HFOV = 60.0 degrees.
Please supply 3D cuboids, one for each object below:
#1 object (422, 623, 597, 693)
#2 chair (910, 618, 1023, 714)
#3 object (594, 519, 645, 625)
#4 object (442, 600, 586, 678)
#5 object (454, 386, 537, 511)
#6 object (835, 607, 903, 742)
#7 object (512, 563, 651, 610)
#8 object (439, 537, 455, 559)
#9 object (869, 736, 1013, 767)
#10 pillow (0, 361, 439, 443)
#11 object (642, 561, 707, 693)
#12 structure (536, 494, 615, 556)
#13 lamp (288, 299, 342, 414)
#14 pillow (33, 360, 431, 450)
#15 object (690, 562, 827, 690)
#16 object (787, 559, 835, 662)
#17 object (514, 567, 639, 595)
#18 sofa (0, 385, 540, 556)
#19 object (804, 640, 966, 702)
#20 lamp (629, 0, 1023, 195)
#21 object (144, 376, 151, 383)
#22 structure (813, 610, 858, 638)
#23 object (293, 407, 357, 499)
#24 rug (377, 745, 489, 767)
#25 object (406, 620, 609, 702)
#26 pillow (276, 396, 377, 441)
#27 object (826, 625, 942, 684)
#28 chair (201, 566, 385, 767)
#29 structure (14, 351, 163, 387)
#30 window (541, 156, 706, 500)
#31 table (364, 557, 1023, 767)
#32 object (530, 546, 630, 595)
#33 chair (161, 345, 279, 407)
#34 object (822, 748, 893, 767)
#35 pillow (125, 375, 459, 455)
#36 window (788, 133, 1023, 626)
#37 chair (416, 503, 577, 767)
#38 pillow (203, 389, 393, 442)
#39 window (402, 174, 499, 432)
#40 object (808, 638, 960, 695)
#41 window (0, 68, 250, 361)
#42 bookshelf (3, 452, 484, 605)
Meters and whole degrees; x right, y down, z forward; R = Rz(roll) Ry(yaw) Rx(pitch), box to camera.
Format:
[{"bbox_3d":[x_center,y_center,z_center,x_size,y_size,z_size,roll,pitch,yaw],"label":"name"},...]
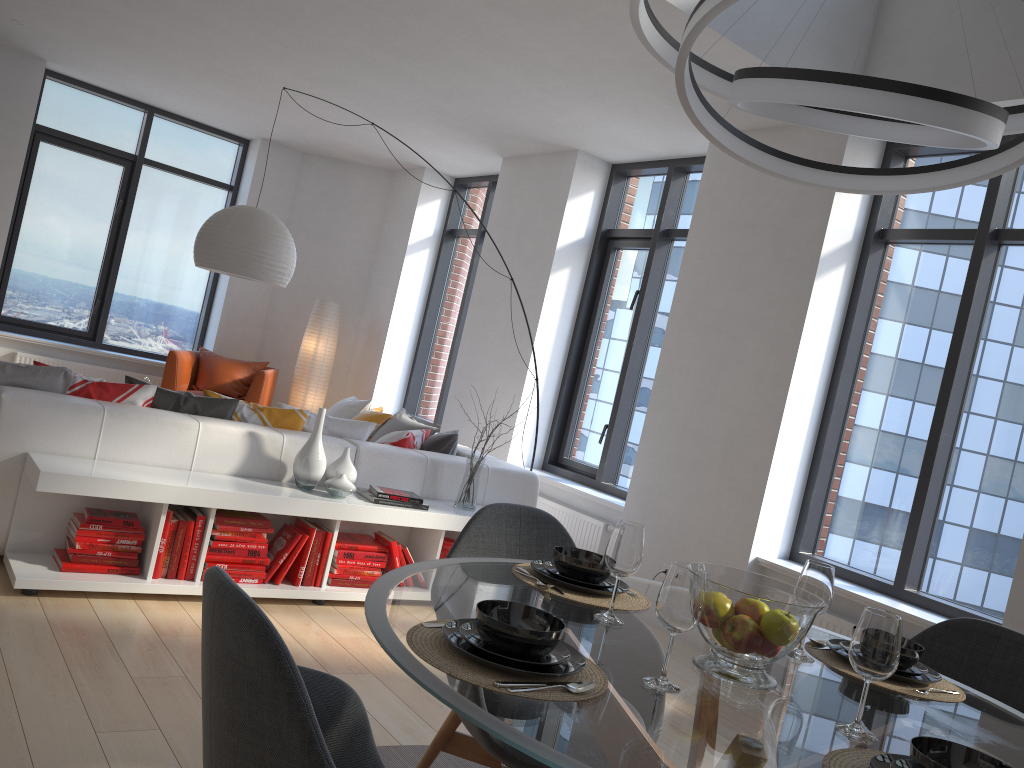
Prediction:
[{"bbox_3d":[-0.002,0.469,1.541,0.206,0.015,0.309,13,1,-32],"label":"object"},{"bbox_3d":[0.998,1.038,2.225,0.619,0.891,0.655,13,1,-35],"label":"chair"},{"bbox_3d":[0.240,0.417,1.971,0.083,0.220,0.083,13,1,26],"label":"object"},{"bbox_3d":[0.007,0.440,1.550,0.258,0.074,0.258,13,1,34],"label":"object"},{"bbox_3d":[-0.121,0.319,4.737,0.406,0.744,0.607,13,1,4],"label":"object"},{"bbox_3d":[0.633,0.512,1.571,0.083,0.220,0.083,13,1,15],"label":"object"},{"bbox_3d":[0.174,0.511,2.249,0.360,0.002,0.360,13,1,6],"label":"object"},{"bbox_3d":[-0.368,0.943,4.659,0.125,0.258,0.125,13,1,31],"label":"object"},{"bbox_3d":[0.669,0.596,1.316,0.258,0.074,0.258,13,1,-16],"label":"object"},{"bbox_3d":[-1.614,0.209,4.918,0.647,0.453,2.953,14,1,42],"label":"pillow"},{"bbox_3d":[0.292,0.433,1.587,0.083,0.220,0.083,13,1,-8],"label":"object"},{"bbox_3d":[0.339,1.070,6.113,0.110,0.460,1.015,13,1,-36],"label":"structure"},{"bbox_3d":[-1.767,-0.001,8.541,0.804,1.550,0.502,13,1,14],"label":"lamp"},{"bbox_3d":[-1.355,0.303,4.707,2.250,0.449,0.575,13,1,-39],"label":"pillow"},{"bbox_3d":[0.467,0.490,1.778,0.278,0.184,0.278,13,1,-28],"label":"object"},{"bbox_3d":[0.683,0.519,2.035,0.083,0.220,0.083,13,1,15],"label":"object"},{"bbox_3d":[0.168,0.501,2.243,0.309,0.015,0.206,13,1,-32],"label":"object"},{"bbox_3d":[-1.951,0.408,5.317,3.424,0.732,2.614,13,1,-36],"label":"sofa"},{"bbox_3d":[0.877,0.675,2.099,0.360,0.002,0.360,13,1,6],"label":"object"},{"bbox_3d":[1.187,-2.655,1.751,1.000,4.513,1.000,13,1,-34],"label":"lamp"},{"bbox_3d":[-2.489,0.061,5.752,0.330,0.265,0.330,13,1,-12],"label":"object"},{"bbox_3d":[1.657,1.394,4.257,0.110,0.460,1.015,13,1,-36],"label":"structure"},{"bbox_3d":[-0.881,0.325,4.296,0.316,0.398,0.319,13,1,-12],"label":"object"},{"bbox_3d":[0.262,1.327,1.794,2.499,0.010,2.499,13,1,27],"label":"rug"},{"bbox_3d":[-0.008,0.476,1.547,0.360,0.002,0.360,13,1,29],"label":"object"},{"bbox_3d":[-1.232,0.291,5.776,0.580,0.456,2.156,13,1,-10],"label":"pillow"},{"bbox_3d":[0.883,0.638,2.104,0.258,0.074,0.258,13,1,-16],"label":"object"},{"bbox_3d":[-0.253,0.756,1.391,0.619,0.891,0.655,13,1,-35],"label":"chair"},{"bbox_3d":[-3.923,0.060,8.396,1.474,0.460,0.110,13,1,-36],"label":"structure"},{"bbox_3d":[0.935,-0.406,6.319,0.170,2.402,1.310,13,1,-36],"label":"window"},{"bbox_3d":[0.358,0.951,1.796,1.499,0.764,1.499,14,1,43],"label":"table"},{"bbox_3d":[0.176,0.472,2.258,0.258,0.074,0.258,13,1,34],"label":"object"},{"bbox_3d":[-2.708,0.137,8.244,0.896,0.858,0.843,13,1,-4],"label":"chair"},{"bbox_3d":[0.650,0.630,1.324,0.360,0.002,0.360,13,1,29],"label":"object"},{"bbox_3d":[-1.096,0.334,4.906,2.120,0.436,0.608,13,1,-40],"label":"pillow"},{"bbox_3d":[2.253,-0.082,4.462,0.170,2.402,1.310,13,1,-36],"label":"window"},{"bbox_3d":[0.064,0.820,2.328,0.655,0.891,0.619,13,1,-30],"label":"chair"},{"bbox_3d":[-1.249,0.309,5.457,0.630,0.440,2.095,13,1,11],"label":"pillow"},{"bbox_3d":[-0.384,-0.730,8.176,0.170,2.402,1.310,13,1,-36],"label":"window"},{"bbox_3d":[0.866,0.665,2.101,0.206,0.015,0.309,13,1,-32],"label":"object"},{"bbox_3d":[-3.783,-1.522,8.629,1.960,2.402,0.170,13,1,-36],"label":"window"},{"bbox_3d":[-0.922,0.776,4.273,2.600,0.500,0.356,13,1,-36],"label":"bookshelf"}]
